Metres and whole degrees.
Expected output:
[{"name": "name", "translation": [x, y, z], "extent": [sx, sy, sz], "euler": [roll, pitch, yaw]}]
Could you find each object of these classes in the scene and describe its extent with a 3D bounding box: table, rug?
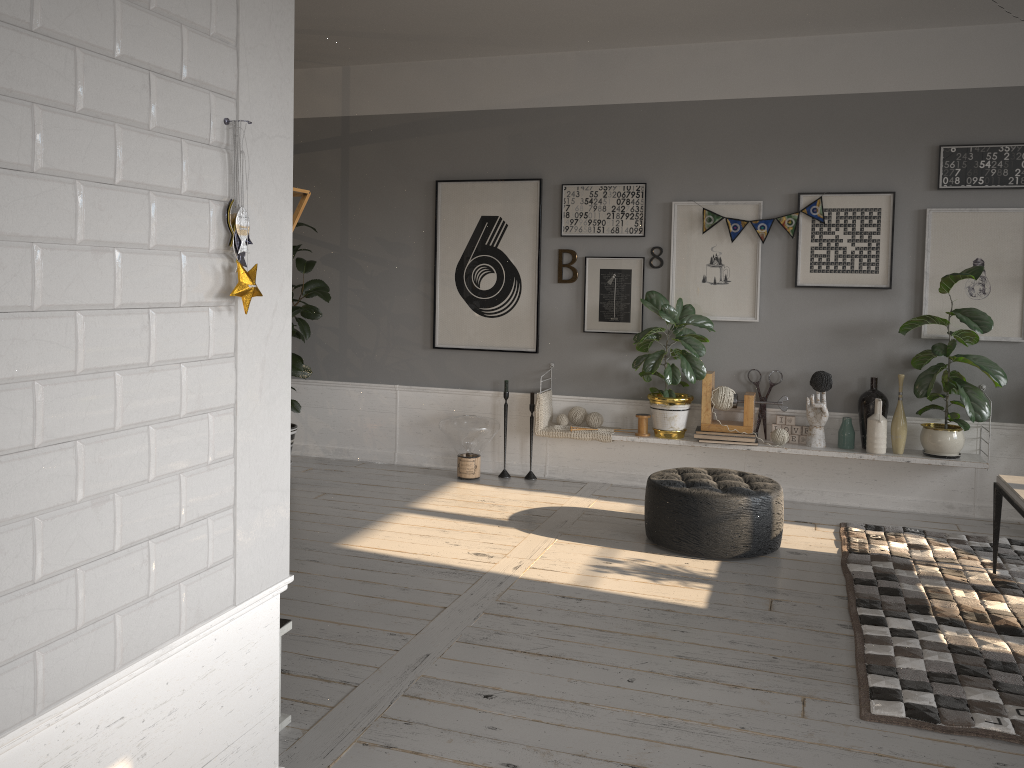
[{"name": "table", "translation": [2.446, 0.783, 3.493], "extent": [0.733, 0.509, 1.462], "euler": [3, 6, 18]}, {"name": "rug", "translation": [2.363, 0.990, 3.767], "extent": [1.771, 0.034, 2.537], "euler": [3, 7, 18]}]

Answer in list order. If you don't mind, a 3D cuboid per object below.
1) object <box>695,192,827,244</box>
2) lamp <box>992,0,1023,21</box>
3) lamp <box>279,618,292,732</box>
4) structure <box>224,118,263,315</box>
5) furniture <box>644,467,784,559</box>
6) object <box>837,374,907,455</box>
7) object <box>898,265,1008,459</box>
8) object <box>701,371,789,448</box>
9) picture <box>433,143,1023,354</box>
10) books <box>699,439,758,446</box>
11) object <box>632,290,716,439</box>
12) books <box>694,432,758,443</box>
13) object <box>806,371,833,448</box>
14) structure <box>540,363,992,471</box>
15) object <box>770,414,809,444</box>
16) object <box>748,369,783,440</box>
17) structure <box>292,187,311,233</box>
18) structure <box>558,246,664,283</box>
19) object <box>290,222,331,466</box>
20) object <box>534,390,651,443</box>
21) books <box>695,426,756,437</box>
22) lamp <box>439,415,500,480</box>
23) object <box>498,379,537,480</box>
[{"name": "object", "translation": [1.601, -1.080, 5.774], "extent": [0.915, 0.338, 0.057], "euler": [3, 3, 18]}, {"name": "lamp", "translation": [1.806, -1.200, 3.355], "extent": [1.395, 1.531, 0.074], "euler": [0, 3, -12]}, {"name": "lamp", "translation": [-0.862, 0.823, 2.651], "extent": [0.287, 0.476, 0.288], "euler": [2, 4, 17]}, {"name": "structure", "translation": [-0.622, -0.383, 2.026], "extent": [0.078, 0.446, 0.134], "euler": [1, 3, 6]}, {"name": "furniture", "translation": [1.091, 0.680, 4.801], "extent": [0.735, 0.355, 0.739], "euler": [2, 6, 5]}, {"name": "object", "translation": [2.226, 0.172, 5.458], "extent": [0.286, 0.486, 0.333], "euler": [0, 4, -21]}, {"name": "object", "translation": [2.623, -0.130, 5.278], "extent": [0.416, 1.146, 0.569], "euler": [-1, 4, -32]}, {"name": "object", "translation": [1.506, 0.158, 5.697], "extent": [0.546, 0.438, 0.239], "euler": [3, 4, 18]}, {"name": "picture", "translation": [-0.988, -0.782, 4.543], "extent": [7.298, 1.788, 4.056], "euler": [3, 6, 18]}, {"name": "books", "translation": [1.401, 0.356, 5.740], "extent": [0.368, 0.021, 0.298], "euler": [3, 7, 13]}, {"name": "object", "translation": [1.041, -0.127, 5.777], "extent": [0.510, 0.960, 0.548], "euler": [1, 4, 4]}, {"name": "books", "translation": [1.388, 0.332, 5.738], "extent": [0.384, 0.029, 0.261], "euler": [3, 7, 19]}, {"name": "object", "translation": [1.932, 0.157, 5.572], "extent": [0.155, 0.481, 0.137], "euler": [2, 3, 18]}, {"name": "structure", "translation": [1.532, 0.184, 5.720], "extent": [2.778, 0.485, 0.309], "euler": [3, 4, 18]}, {"name": "object", "translation": [1.810, 0.292, 5.717], "extent": [0.265, 0.173, 0.078], "euler": [4, 4, 24]}, {"name": "object", "translation": [1.653, 0.136, 5.801], "extent": [0.222, 0.462, 0.019], "euler": [2, 3, 18]}, {"name": "structure", "translation": [-0.818, -0.706, 2.451], "extent": [0.495, 0.772, 0.186], "euler": [2, 3, 18]}, {"name": "structure", "translation": [0.678, -0.822, 6.122], "extent": [0.740, 0.262, 0.024], "euler": [3, 3, 18]}, {"name": "object", "translation": [-2.145, -0.123, 4.956], "extent": [1.012, 1.786, 3.913], "euler": [2, 6, 18]}, {"name": "object", "translation": [0.563, 0.223, 6.019], "extent": [0.785, 0.305, 0.330], "euler": [3, 5, 19]}, {"name": "books", "translation": [1.389, 0.308, 5.748], "extent": [0.379, 0.017, 0.230], "euler": [3, 7, 15]}, {"name": "lamp", "translation": [-0.302, 0.445, 6.233], "extent": [0.433, 0.436, 0.433], "euler": [5, 6, 40]}, {"name": "object", "translation": [0.046, 0.316, 6.262], "extent": [0.279, 0.698, 0.092], "euler": [2, 3, 11]}]
